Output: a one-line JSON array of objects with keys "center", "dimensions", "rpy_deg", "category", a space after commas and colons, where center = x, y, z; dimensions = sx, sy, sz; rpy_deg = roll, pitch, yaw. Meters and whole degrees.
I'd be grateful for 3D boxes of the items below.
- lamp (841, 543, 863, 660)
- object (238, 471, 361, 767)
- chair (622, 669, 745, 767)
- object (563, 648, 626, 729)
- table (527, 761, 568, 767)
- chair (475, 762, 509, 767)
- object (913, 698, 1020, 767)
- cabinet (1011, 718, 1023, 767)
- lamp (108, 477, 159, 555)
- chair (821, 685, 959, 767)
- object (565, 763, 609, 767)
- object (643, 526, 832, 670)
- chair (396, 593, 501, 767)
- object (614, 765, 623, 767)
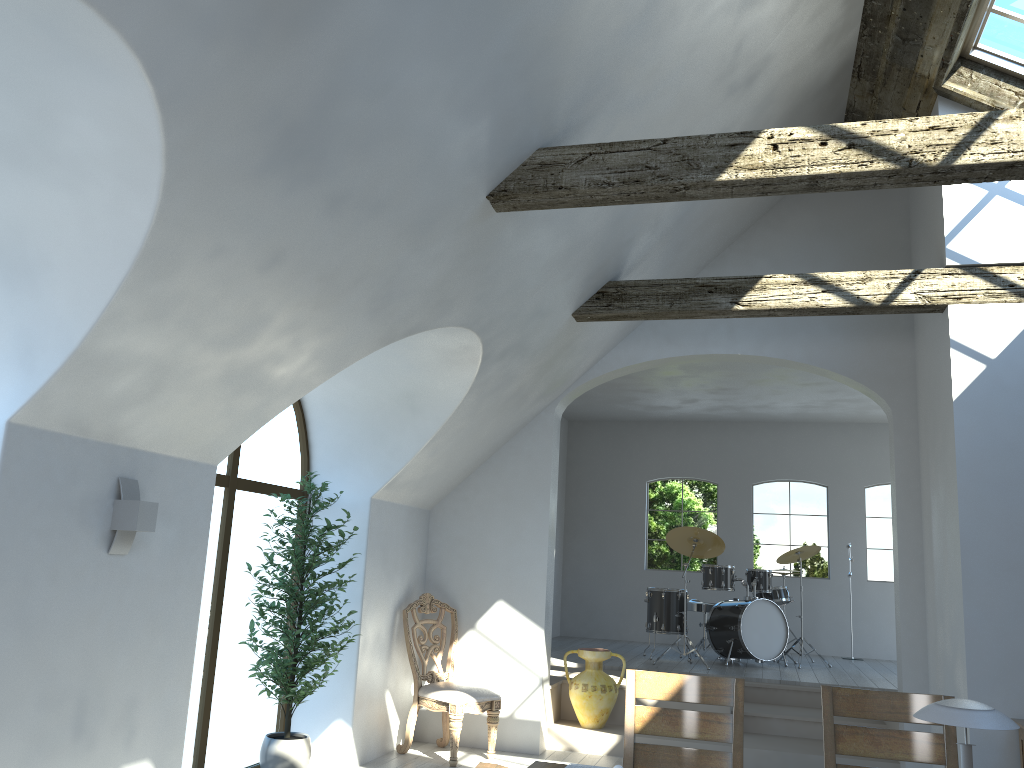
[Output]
[{"center": [4.140, 2.641, 10.838], "dimensions": [0.232, 1.383, 0.238], "rpy_deg": [0, -12, 16], "category": "lamp"}, {"center": [-1.321, 1.505, 5.529], "dimensions": [0.718, 1.920, 0.737], "rpy_deg": [-5, -14, 34], "category": "object"}, {"center": [0.594, 1.593, 3.196], "dimensions": [0.514, 1.006, 0.605], "rpy_deg": [0, -12, 16], "category": "chair"}, {"center": [0.660, 2.466, 7.189], "dimensions": [0.402, 0.605, 0.396], "rpy_deg": [9, -13, -26], "category": "object"}, {"center": [1.414, 1.551, 2.118], "dimensions": [3.078, 0.737, 0.939], "rpy_deg": [0, -12, 16], "category": "table"}, {"center": [0.198, 1.287, 1.812], "dimensions": [0.514, 1.006, 0.605], "rpy_deg": [0, -12, 16], "category": "chair"}, {"center": [1.183, 1.008, 2.302], "dimensions": [0.251, 0.362, 0.251], "rpy_deg": [-6, -15, 38], "category": "object"}, {"center": [3.376, 2.144, 4.435], "dimensions": [1.481, 0.714, 0.383], "rpy_deg": [0, -12, 16], "category": "cabinet"}, {"center": [-1.627, 0.572, 3.826], "dimensions": [0.127, 0.325, 0.127], "rpy_deg": [0, -12, 16], "category": "lamp"}, {"center": [1.311, 1.589, 2.992], "dimensions": [0.514, 1.006, 0.605], "rpy_deg": [0, -12, 16], "category": "chair"}, {"center": [1.450, 1.225, 2.185], "dimensions": [2.872, 0.077, 1.050], "rpy_deg": [0, -12, 16], "category": "object"}, {"center": [2.306, 2.325, 9.746], "dimensions": [2.354, 1.383, 1.465], "rpy_deg": [10, -13, -29], "category": "object"}, {"center": [-0.464, 2.176, 6.642], "dimensions": [0.655, 1.159, 0.552], "rpy_deg": [-7, -15, 40], "category": "chair"}, {"center": [0.310, 1.158, 2.582], "dimensions": [0.064, 0.092, 0.064], "rpy_deg": [-5, -14, 34], "category": "object"}]
